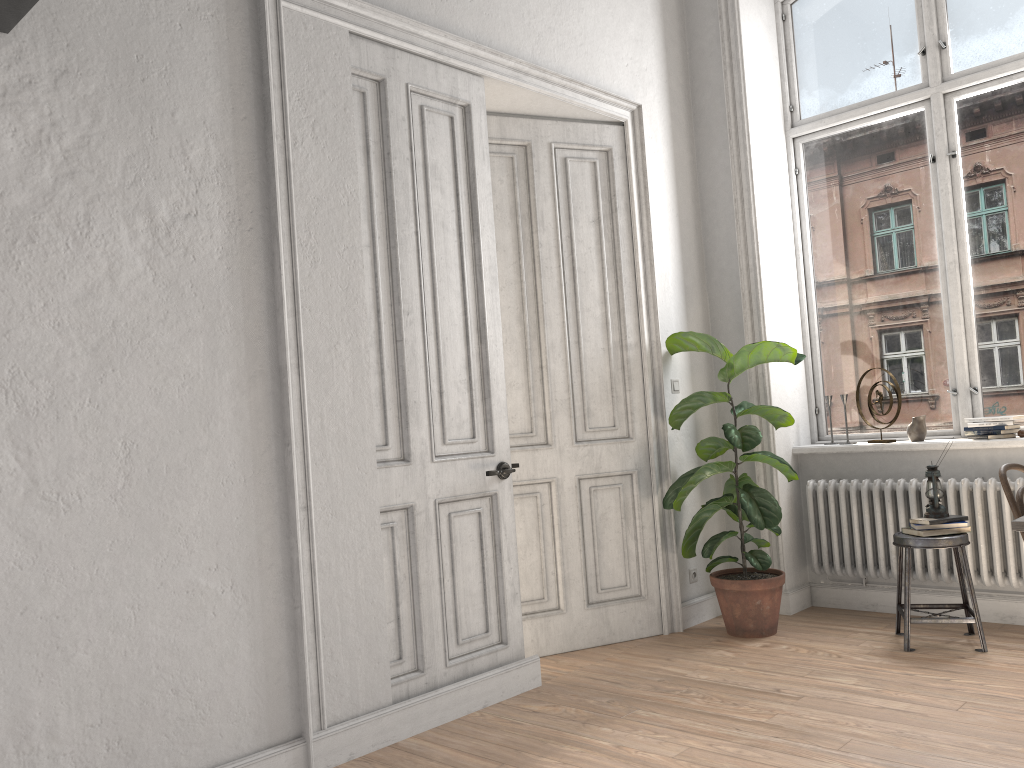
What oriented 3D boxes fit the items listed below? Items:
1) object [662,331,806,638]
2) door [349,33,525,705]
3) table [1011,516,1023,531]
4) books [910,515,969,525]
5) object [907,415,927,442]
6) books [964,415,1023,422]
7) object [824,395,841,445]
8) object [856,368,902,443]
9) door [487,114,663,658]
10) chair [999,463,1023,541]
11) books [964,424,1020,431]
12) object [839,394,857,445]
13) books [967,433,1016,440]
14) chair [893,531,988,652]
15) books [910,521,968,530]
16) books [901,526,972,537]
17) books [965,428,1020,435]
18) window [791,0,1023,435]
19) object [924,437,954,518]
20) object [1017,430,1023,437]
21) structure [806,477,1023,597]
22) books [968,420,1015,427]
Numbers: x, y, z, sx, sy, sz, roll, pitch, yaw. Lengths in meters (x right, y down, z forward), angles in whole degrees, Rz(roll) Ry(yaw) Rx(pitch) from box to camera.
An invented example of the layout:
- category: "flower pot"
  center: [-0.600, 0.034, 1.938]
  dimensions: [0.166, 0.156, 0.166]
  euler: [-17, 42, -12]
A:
- category: "object"
  center: [2.873, 0.194, 2.839]
  dimensions: [0.792, 1.841, 5.830]
  euler: [-2, -3, -41]
- category: "door"
  center: [-0.429, -0.018, 3.713]
  dimensions: [1.097, 2.813, 0.216]
  euler: [-2, -3, -45]
- category: "table"
  center: [2.750, 0.714, 2.381]
  dimensions: [2.201, 0.779, 1.100]
  euler: [-7, -4, 43]
- category: "books"
  center: [2.067, 0.658, 4.300]
  dimensions: [0.221, 0.027, 0.147]
  euler: [-3, -3, -14]
- category: "object"
  center: [2.224, 0.244, 4.872]
  dimensions: [0.100, 0.142, 0.102]
  euler: [-5, -3, 18]
- category: "books"
  center: [2.522, 0.180, 4.618]
  dimensions: [0.174, 0.019, 0.244]
  euler: [-2, -3, -36]
- category: "object"
  center: [1.886, 0.213, 5.248]
  dimensions: [0.095, 0.289, 0.095]
  euler: [-3, -2, -15]
- category: "object"
  center: [2.077, 0.120, 5.013]
  dimensions: [0.087, 0.425, 0.347]
  euler: [-4, -2, -14]
- category: "door"
  center: [0.251, -0.021, 4.670]
  dimensions: [1.097, 2.813, 0.216]
  euler: [-3, -2, -22]
- category: "chair"
  center: [2.024, 0.728, 3.038]
  dimensions: [0.438, 0.920, 0.549]
  euler: [-2, -3, -38]
- category: "books"
  center: [2.504, 0.228, 4.625]
  dimensions: [0.147, 0.023, 0.221]
  euler: [-2, -3, -31]
- category: "object"
  center: [1.931, 0.204, 5.126]
  dimensions: [0.095, 0.289, 0.095]
  euler: [-3, -3, -24]
- category: "books"
  center: [2.504, 0.273, 4.633]
  dimensions: [0.147, 0.023, 0.221]
  euler: [-4, -3, 2]
- category: "chair"
  center: [2.043, 0.984, 4.282]
  dimensions: [0.364, 0.522, 0.360]
  euler: [-5, -3, 17]
- category: "books"
  center: [2.067, 0.681, 4.300]
  dimensions: [0.232, 0.029, 0.163]
  euler: [-5, -3, 14]
- category: "books"
  center: [2.058, 0.708, 4.305]
  dimensions: [0.246, 0.034, 0.194]
  euler: [-4, -3, -6]
- category: "books"
  center: [2.505, 0.250, 4.627]
  dimensions: [0.155, 0.022, 0.205]
  euler: [-3, -3, -26]
- category: "window"
  center: [2.411, -1.169, 4.922]
  dimensions: [1.623, 2.842, 0.013]
  euler: [-6, -3, 43]
- category: "object"
  center: [2.081, 0.454, 4.322]
  dimensions: [0.163, 0.383, 0.154]
  euler: [-5, -2, 17]
- category: "object"
  center: [2.641, 0.244, 4.504]
  dimensions: [0.153, 0.048, 0.088]
  euler: [-4, -3, -7]
- category: "structure"
  center: [3.433, -1.138, 3.391]
  dimensions: [5.184, 4.472, 0.340]
  euler: [-6, -3, 43]
- category: "books"
  center: [2.496, 0.207, 4.616]
  dimensions: [0.205, 0.020, 0.155]
  euler: [-6, -3, 33]
